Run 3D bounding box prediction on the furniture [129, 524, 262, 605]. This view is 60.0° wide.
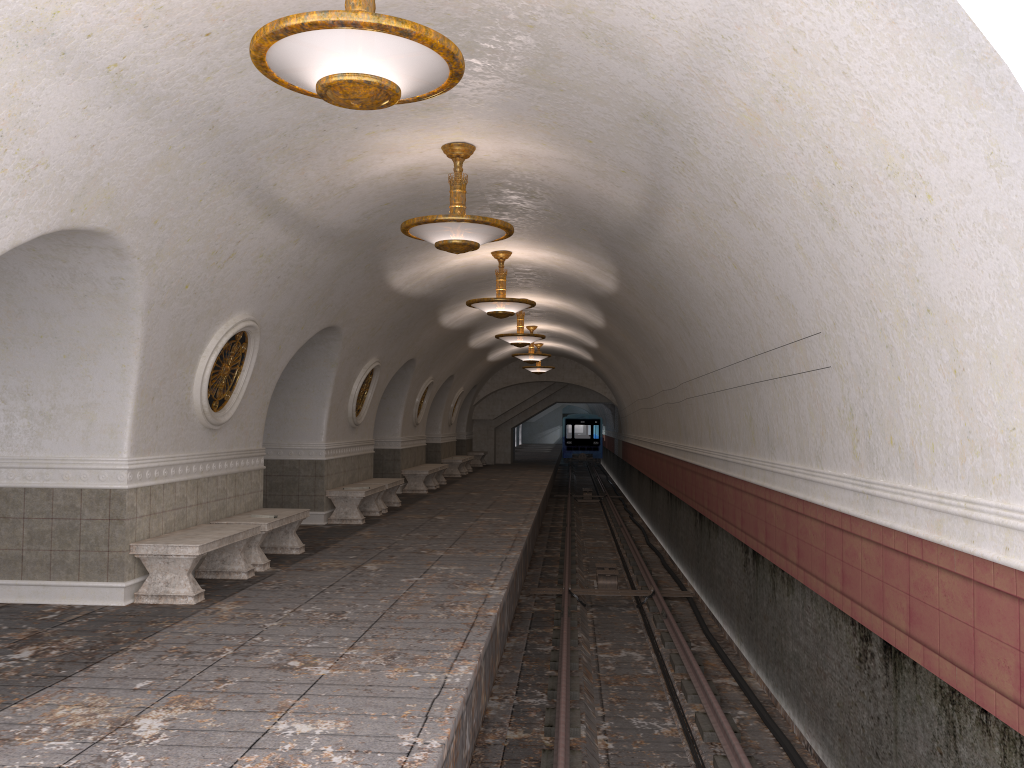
[{"bbox_3d":[-2.892,1.641,8.226,0.613,0.508,1.509,0,-3,4],"label":"furniture"}]

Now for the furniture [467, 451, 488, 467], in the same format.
[{"bbox_3d":[-1.263,2.736,32.441,0.613,0.508,1.509,0,-3,4],"label":"furniture"}]

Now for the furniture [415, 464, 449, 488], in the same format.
[{"bbox_3d":[-1.972,2.259,21.892,0.613,0.508,1.509,0,-3,4],"label":"furniture"}]

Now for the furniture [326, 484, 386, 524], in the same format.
[{"bbox_3d":[-2.489,1.912,14.215,0.613,0.508,1.509,0,-3,4],"label":"furniture"}]

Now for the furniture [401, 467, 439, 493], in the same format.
[{"bbox_3d":[-2.085,2.183,20.216,0.613,0.508,1.509,0,-3,4],"label":"furniture"}]

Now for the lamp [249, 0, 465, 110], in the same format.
[{"bbox_3d":[-0.727,-1.793,4.247,1.008,0.955,1.008,3,-3,-40],"label":"lamp"}]

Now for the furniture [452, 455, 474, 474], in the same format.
[{"bbox_3d":[-1.573,2.528,27.835,0.613,0.508,1.509,0,-3,4],"label":"furniture"}]

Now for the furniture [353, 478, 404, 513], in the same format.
[{"bbox_3d":[-2.376,1.988,15.891,0.613,0.508,1.509,0,-3,4],"label":"furniture"}]

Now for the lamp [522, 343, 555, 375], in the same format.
[{"bbox_3d":[0.815,-0.757,27.177,1.008,0.955,1.008,3,-3,-40],"label":"lamp"}]

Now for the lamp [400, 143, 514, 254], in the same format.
[{"bbox_3d":[-0.482,-1.628,7.890,1.008,0.955,1.008,1,-3,-12],"label":"lamp"}]

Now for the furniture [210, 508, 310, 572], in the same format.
[{"bbox_3d":[-2.779,1.717,9.902,0.613,0.508,1.509,0,-3,4],"label":"furniture"}]

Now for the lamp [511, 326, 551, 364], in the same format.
[{"bbox_3d":[0.491,-0.974,22.363,1.008,0.955,1.008,0,-3,20],"label":"lamp"}]

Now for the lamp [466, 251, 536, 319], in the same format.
[{"bbox_3d":[-0.156,-1.409,12.737,1.008,0.955,1.008,1,-3,-12],"label":"lamp"}]

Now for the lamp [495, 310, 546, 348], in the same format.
[{"bbox_3d":[0.168,-1.192,17.551,1.008,0.955,1.008,0,-3,20],"label":"lamp"}]

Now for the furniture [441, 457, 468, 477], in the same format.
[{"bbox_3d":[-1.686,2.452,26.159,0.613,0.508,1.509,0,-3,4],"label":"furniture"}]
